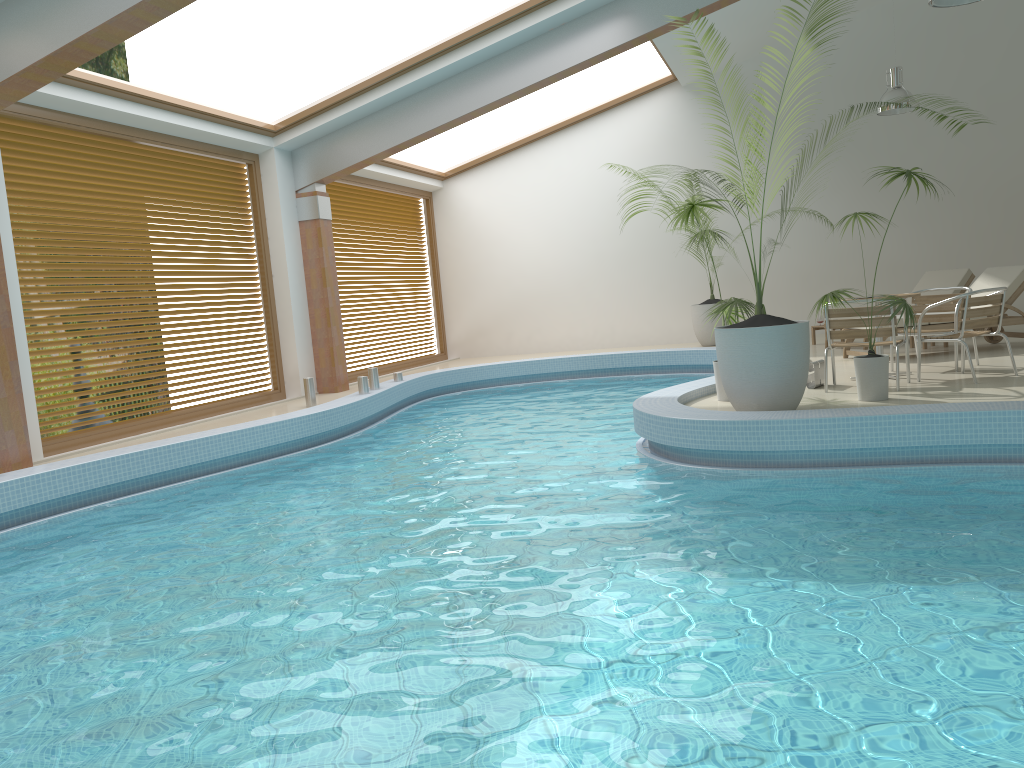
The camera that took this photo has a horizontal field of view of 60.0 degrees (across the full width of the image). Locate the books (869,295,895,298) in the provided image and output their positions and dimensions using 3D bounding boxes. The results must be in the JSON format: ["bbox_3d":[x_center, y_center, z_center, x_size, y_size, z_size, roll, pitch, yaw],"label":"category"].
[{"bbox_3d":[3.229,-0.766,7.752,0.241,0.004,0.166,-8,6,-30],"label":"books"}]

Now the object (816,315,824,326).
[{"bbox_3d":[4.196,-0.865,12.077,0.102,0.137,0.102,-2,7,33],"label":"object"}]

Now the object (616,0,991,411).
[{"bbox_3d":[1.748,-1.282,6.487,2.979,2.960,2.729,-1,7,36],"label":"object"}]

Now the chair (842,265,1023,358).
[{"bbox_3d":[4.631,-0.774,9.566,1.903,0.866,0.861,-5,5,-3],"label":"chair"}]

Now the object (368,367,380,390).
[{"bbox_3d":[-1.612,-0.062,10.340,0.115,0.254,0.115,-8,6,-31],"label":"object"}]

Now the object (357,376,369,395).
[{"bbox_3d":[-1.664,0.014,9.916,0.115,0.194,0.115,-8,6,-31],"label":"object"}]

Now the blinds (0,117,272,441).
[{"bbox_3d":[-3.820,-1.032,9.148,0.095,2.921,4.200,-3,6,19],"label":"blinds"}]

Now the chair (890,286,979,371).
[{"bbox_3d":[3.879,-0.509,8.169,0.563,0.727,0.618,-10,7,-39],"label":"chair"}]

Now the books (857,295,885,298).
[{"bbox_3d":[3.128,-0.765,7.785,0.241,0.004,0.166,-8,6,-30],"label":"books"}]

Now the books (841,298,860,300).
[{"bbox_3d":[3.018,-0.754,7.823,0.241,0.004,0.166,-8,6,-30],"label":"books"}]

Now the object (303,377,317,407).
[{"bbox_3d":[-2.238,0.091,9.826,0.115,0.320,0.115,-7,6,-22],"label":"object"}]

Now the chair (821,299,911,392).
[{"bbox_3d":[2.905,-0.340,7.307,0.618,0.727,0.563,-2,6,31],"label":"chair"}]

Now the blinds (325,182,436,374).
[{"bbox_3d":[-2.213,-1.644,14.044,0.095,2.921,4.414,-3,6,19],"label":"blinds"}]

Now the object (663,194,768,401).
[{"bbox_3d":[1.668,-0.711,7.318,0.791,1.695,1.059,-5,5,6],"label":"object"}]

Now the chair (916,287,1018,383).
[{"bbox_3d":[3.725,-0.414,7.312,0.618,0.727,0.563,-8,6,-29],"label":"chair"}]

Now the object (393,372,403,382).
[{"bbox_3d":[-1.445,-0.090,11.258,0.115,0.107,0.115,-7,6,-22],"label":"object"}]

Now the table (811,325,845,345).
[{"bbox_3d":[4.282,-0.669,12.020,0.283,0.255,0.320,-7,6,-19],"label":"table"}]

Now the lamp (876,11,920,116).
[{"bbox_3d":[4.820,-4.436,11.179,0.506,1.958,0.505,-3,6,19],"label":"lamp"}]

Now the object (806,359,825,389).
[{"bbox_3d":[2.620,-0.087,7.653,0.081,0.223,0.272,-1,7,38],"label":"object"}]

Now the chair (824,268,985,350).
[{"bbox_3d":[4.990,-0.972,11.306,1.903,0.866,0.861,-7,6,-19],"label":"chair"}]

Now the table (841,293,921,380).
[{"bbox_3d":[3.262,-0.416,7.877,0.700,0.720,0.700,-1,7,38],"label":"table"}]

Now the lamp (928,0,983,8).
[{"bbox_3d":[3.283,-3.851,6.498,0.506,1.958,0.505,-3,6,19],"label":"lamp"}]

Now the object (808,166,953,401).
[{"bbox_3d":[2.716,-0.732,6.556,0.791,1.695,1.059,-9,7,-36],"label":"object"}]

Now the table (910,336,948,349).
[{"bbox_3d":[4.819,-0.549,10.259,0.283,0.255,0.320,-5,5,-3],"label":"table"}]

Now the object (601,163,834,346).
[{"bbox_3d":[3.142,-2.073,13.459,2.979,2.960,2.729,-7,6,-17],"label":"object"}]
